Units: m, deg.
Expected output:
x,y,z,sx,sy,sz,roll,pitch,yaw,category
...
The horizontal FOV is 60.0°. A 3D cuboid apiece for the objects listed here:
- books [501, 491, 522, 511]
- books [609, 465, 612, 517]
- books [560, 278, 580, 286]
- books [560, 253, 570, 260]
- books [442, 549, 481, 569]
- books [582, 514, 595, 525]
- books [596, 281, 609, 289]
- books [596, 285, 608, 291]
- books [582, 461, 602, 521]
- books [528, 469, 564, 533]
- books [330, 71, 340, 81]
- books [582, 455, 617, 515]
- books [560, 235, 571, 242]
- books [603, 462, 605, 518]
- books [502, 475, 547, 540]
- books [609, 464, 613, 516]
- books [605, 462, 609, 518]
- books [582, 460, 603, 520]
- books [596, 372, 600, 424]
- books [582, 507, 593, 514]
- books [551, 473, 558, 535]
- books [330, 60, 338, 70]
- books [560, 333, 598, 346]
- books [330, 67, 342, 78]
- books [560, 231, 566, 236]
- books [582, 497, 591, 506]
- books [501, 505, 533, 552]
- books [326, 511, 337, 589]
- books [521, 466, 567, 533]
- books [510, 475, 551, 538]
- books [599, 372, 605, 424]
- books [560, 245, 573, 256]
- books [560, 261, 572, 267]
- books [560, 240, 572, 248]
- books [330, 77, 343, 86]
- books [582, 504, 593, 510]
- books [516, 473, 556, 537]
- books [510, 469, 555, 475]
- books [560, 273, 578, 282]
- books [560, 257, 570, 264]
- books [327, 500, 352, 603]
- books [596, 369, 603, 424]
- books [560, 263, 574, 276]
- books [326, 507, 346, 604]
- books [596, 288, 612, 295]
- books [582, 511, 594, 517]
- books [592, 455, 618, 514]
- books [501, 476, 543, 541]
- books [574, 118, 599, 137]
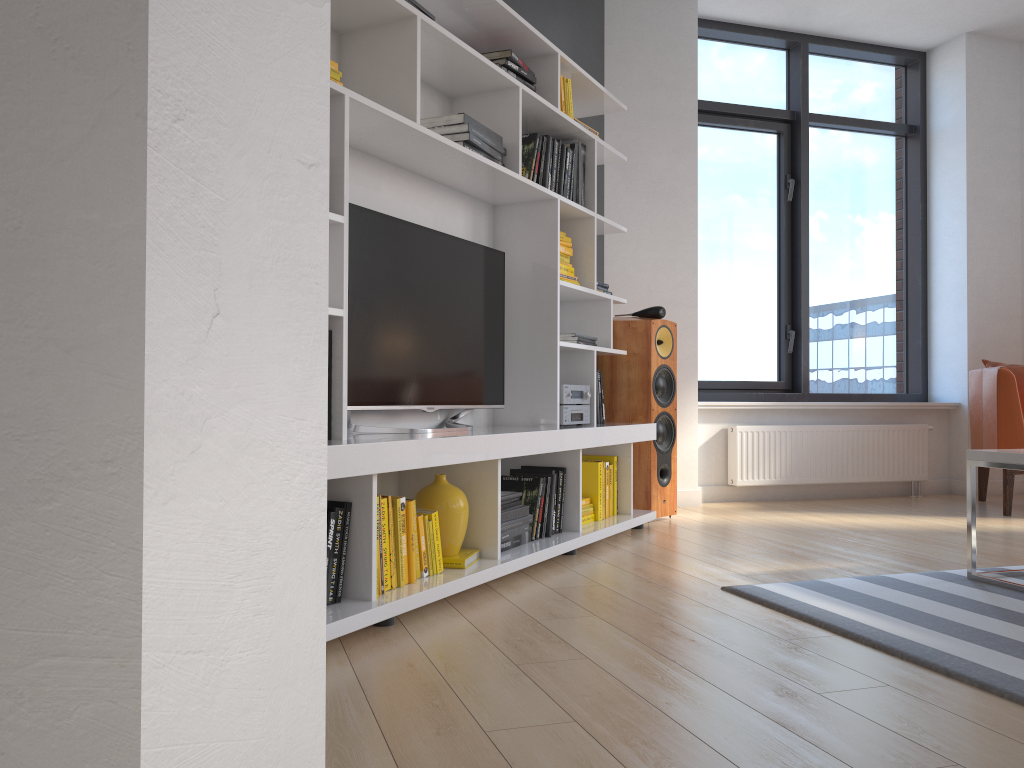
x,y,z,sx,sy,sz,roll,pitch,yaw,category
-0.133,0.425,3.219,0.250,0.047,0.310,0,-1,23,books
0.374,0.486,4.079,0.172,0.234,0.024,0,-1,27,books
0.149,-0.437,3.874,0.194,0.028,0.257,0,-1,32,books
0.127,-0.562,3.885,0.171,0.019,0.239,0,-1,27,books
-0.257,0.566,2.896,0.270,0.029,0.204,0,-1,12,books
0.253,0.583,3.834,0.147,0.033,0.190,0,-1,27,books
0.340,-0.467,4.189,0.161,0.023,0.213,0,-1,31,books
0.353,-0.448,4.179,0.142,0.015,0.198,0,-1,26,books
0.301,0.473,3.947,0.198,0.255,0.044,0,-1,27,books
0.104,0.470,3.569,0.191,0.249,0.084,0,-1,27,books
-0.570,-0.854,2.429,0.113,0.018,0.169,0,-1,29,books
0.391,0.470,4.132,0.204,0.270,0.029,0,-1,27,books
0.136,-0.639,3.896,0.163,0.023,0.223,0,-1,31,books
0.334,0.477,4.009,0.180,0.251,0.019,0,-1,27,books
0.032,0.476,3.434,0.187,0.234,0.096,0,-1,28,books
0.383,0.487,4.104,0.172,0.234,0.024,0,-1,27,books
0.348,0.477,4.032,0.185,0.250,0.035,0,-1,27,books
0.313,0.472,3.975,0.199,0.263,0.015,0,-1,27,books
0.323,0.064,4.127,0.169,0.242,0.050,0,-1,27,books
0.265,0.546,3.824,0.113,0.018,0.169,0,-1,29,books
0.091,0.474,3.534,0.179,0.243,0.068,0,-1,26,books
-0.593,-0.890,2.444,0.138,0.026,0.186,0,-1,27,books
0.226,-0.193,4.025,0.250,0.047,0.310,0,-1,23,books
-0.580,-0.870,2.441,0.134,0.014,0.187,0,-1,27,books
0.112,-0.662,3.898,0.163,0.023,0.223,0,-1,31,books
0.241,0.511,3.840,0.138,0.026,0.186,0,-1,27,books
-0.111,0.518,3.213,0.277,0.137,0.343,0,-1,22,books
-0.549,0.447,2.302,0.179,0.243,0.071,0,-1,26,books
0.119,0.466,3.600,0.197,0.260,0.066,0,-1,27,books
0.058,0.476,3.455,0.169,0.233,0.081,0,-1,26,books
0.347,0.066,4.181,0.177,0.242,0.066,0,-1,27,books
0.134,-0.588,3.894,0.176,0.033,0.239,0,-1,30,books
0.124,-0.525,3.884,0.189,0.014,0.251,0,-1,31,books
0.129,-0.616,3.890,0.160,0.022,0.227,-1,-1,43,books
-0.585,-0.841,2.442,0.148,0.011,0.196,0,-1,27,books
0.254,0.531,3.837,0.134,0.014,0.187,0,-1,27,books
0.086,0.474,3.480,0.172,0.242,0.069,0,-1,28,books
0.073,0.467,3.513,0.192,0.254,0.075,0,-1,26,books
0.141,-0.463,3.875,0.203,0.024,0.257,0,-1,30,books
0.137,-0.542,3.866,0.145,0.023,0.217,0,-1,32,books
-0.527,0.441,2.372,0.197,0.260,0.066,0,-1,27,books
0.326,0.060,4.158,0.193,0.255,0.066,0,-1,27,books
0.137,-0.496,3.879,0.189,0.042,0.243,0,-1,27,books
-0.542,0.445,2.341,0.191,0.249,0.084,0,-1,27,books
0.355,-0.429,4.179,0.161,0.023,0.213,0,-1,31,books
0.250,0.560,3.837,0.148,0.011,0.196,0,-1,27,books
0.395,0.470,4.160,0.213,0.270,0.025,0,-1,27,books
0.020,0.475,3.402,0.182,0.234,0.104,0,-1,27,books
0.253,-1.158,4.066,0.203,0.024,0.257,0,-1,30,books
